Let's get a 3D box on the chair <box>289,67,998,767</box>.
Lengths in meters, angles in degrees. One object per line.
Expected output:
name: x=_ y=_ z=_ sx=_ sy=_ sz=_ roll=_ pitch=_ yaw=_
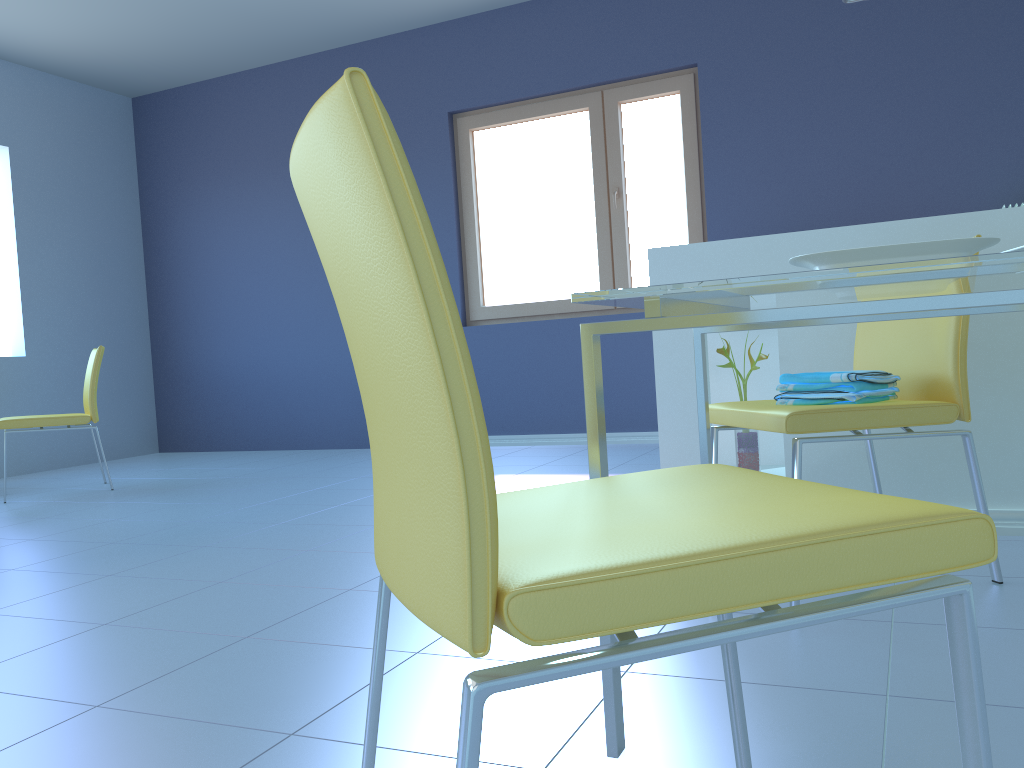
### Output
chair: x=0.079 y=0.136 z=0.779 sx=0.484 sy=0.695 sz=0.387 roll=-4 pitch=2 yaw=-17

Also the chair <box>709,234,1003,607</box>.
chair: x=0.707 y=0.061 z=1.898 sx=0.484 sy=0.695 sz=0.387 roll=-4 pitch=2 yaw=-12

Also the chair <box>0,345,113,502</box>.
chair: x=-2.226 y=0.179 z=4.321 sx=0.484 sy=0.699 sz=0.387 roll=-5 pitch=2 yaw=-30

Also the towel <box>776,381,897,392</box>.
towel: x=0.689 y=0.004 z=1.886 sx=0.195 sy=0.027 sz=0.192 roll=-5 pitch=2 yaw=-45

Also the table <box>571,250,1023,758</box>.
table: x=0.771 y=0.137 z=1.181 sx=1.173 sy=0.590 sz=0.730 roll=-3 pitch=2 yaw=24

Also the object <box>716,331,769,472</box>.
object: x=0.648 y=0.059 z=2.484 sx=0.067 sy=0.423 sz=0.229 roll=-5 pitch=2 yaw=-35

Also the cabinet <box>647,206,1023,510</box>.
cabinet: x=1.682 y=-0.088 z=3.165 sx=2.139 sy=0.800 sz=2.200 roll=-3 pitch=2 yaw=24

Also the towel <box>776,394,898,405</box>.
towel: x=0.690 y=0.033 z=1.889 sx=0.201 sy=0.024 sz=0.195 roll=-2 pitch=2 yaw=44

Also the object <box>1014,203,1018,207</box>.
object: x=2.224 y=-0.731 z=3.935 sx=0.039 sy=0.136 sz=0.140 roll=-3 pitch=2 yaw=20

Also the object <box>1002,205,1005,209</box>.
object: x=2.179 y=-0.729 z=3.952 sx=0.039 sy=0.136 sz=0.140 roll=-3 pitch=2 yaw=20

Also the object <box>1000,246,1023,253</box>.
object: x=0.706 y=-0.162 z=1.081 sx=0.194 sy=0.020 sz=0.190 roll=-4 pitch=2 yaw=5

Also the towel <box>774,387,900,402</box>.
towel: x=0.688 y=0.019 z=1.884 sx=0.195 sy=0.024 sz=0.201 roll=-5 pitch=2 yaw=-41

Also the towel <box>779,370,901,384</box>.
towel: x=0.691 y=-0.013 z=1.884 sx=0.195 sy=0.033 sz=0.190 roll=-5 pitch=2 yaw=-39

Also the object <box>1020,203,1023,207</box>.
object: x=2.247 y=-0.732 z=3.926 sx=0.039 sy=0.136 sz=0.140 roll=-3 pitch=2 yaw=20

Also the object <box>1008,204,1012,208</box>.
object: x=2.202 y=-0.730 z=3.943 sx=0.039 sy=0.136 sz=0.140 roll=-3 pitch=2 yaw=20

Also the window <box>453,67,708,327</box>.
window: x=0.359 y=-1.005 z=4.984 sx=1.475 sy=1.263 sz=0.142 roll=-3 pitch=2 yaw=24

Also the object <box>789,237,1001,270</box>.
object: x=0.449 y=-0.145 z=1.055 sx=0.228 sy=0.020 sz=0.228 roll=-3 pitch=2 yaw=21

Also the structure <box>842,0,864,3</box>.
structure: x=1.317 y=-1.665 z=2.382 sx=0.895 sy=0.962 sz=0.695 roll=-3 pitch=2 yaw=24
